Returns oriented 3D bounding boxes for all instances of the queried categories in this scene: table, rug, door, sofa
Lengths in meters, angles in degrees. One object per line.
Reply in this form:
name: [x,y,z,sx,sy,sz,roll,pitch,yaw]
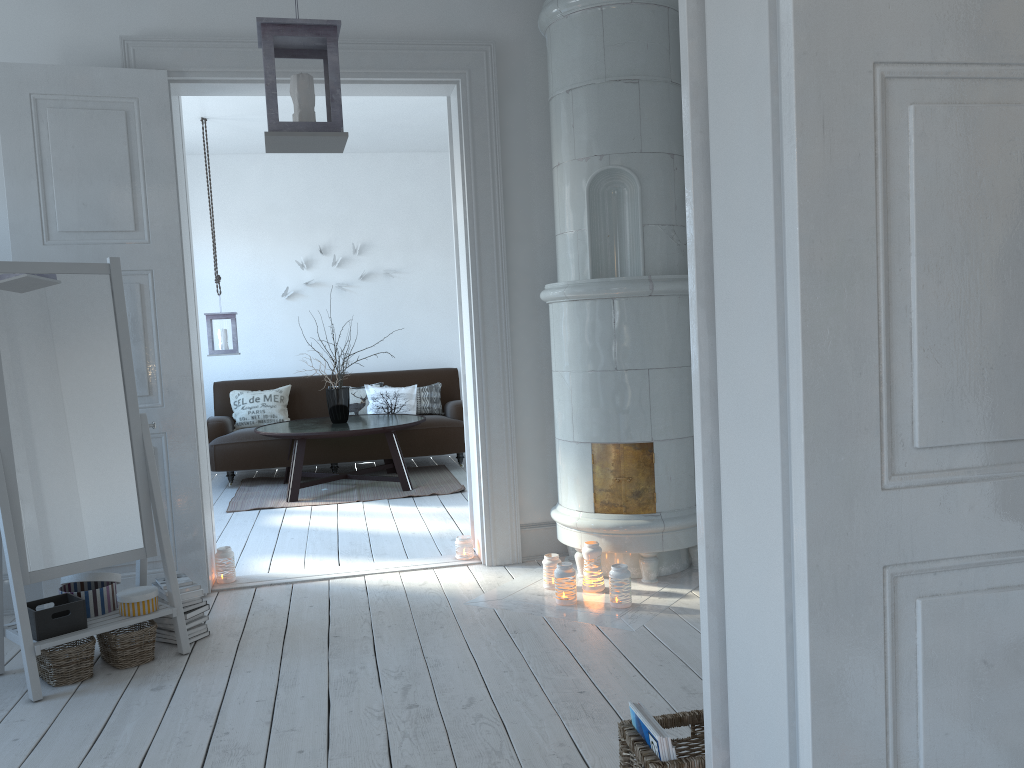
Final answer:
table: [-1.302,0.549,6.864,1.299,0.504,1.299,-4,4,-21]
rug: [-1.295,0.771,6.908,1.710,0.055,1.454,-4,3,-11]
door: [-0.261,-0.176,1.302,2.598,2.509,0.577,-4,4,-11]
sofa: [-1.462,0.338,7.624,2.164,0.826,0.967,-4,4,-11]
door: [-0.860,-0.321,4.251,2.598,2.509,0.577,-4,4,-11]

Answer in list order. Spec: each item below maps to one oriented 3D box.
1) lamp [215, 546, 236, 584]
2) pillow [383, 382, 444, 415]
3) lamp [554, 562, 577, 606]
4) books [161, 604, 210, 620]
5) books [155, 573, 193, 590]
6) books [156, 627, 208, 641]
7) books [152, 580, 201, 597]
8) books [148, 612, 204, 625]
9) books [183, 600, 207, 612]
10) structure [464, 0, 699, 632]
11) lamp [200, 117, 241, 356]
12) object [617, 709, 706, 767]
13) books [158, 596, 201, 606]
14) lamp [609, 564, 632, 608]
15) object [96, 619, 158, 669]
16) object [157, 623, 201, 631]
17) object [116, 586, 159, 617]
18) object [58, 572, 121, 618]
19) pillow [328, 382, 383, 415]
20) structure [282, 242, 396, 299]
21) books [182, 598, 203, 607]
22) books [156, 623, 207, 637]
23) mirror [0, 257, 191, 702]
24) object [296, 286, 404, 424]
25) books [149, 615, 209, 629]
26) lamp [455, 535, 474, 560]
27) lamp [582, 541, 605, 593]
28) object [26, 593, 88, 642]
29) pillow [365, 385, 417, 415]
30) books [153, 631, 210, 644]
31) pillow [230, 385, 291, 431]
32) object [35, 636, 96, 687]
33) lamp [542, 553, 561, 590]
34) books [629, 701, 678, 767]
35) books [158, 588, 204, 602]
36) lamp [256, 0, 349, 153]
lamp: [-1.374,0.867,4.250,0.089,0.166,0.089,-4,4,-12]
pillow: [-0.871,0.142,7.838,0.542,0.288,0.182,-4,4,-10]
lamp: [0.222,0.828,3.683,0.089,0.166,0.089,-4,4,-10]
books: [-1.307,0.887,3.479,0.193,0.022,0.128,-2,4,21]
books: [-1.327,0.775,3.481,0.111,0.014,0.156,-5,4,-32]
books: [-1.309,0.975,3.491,0.177,0.016,0.128,-1,4,30]
books: [-1.316,0.791,3.472,0.132,0.017,0.186,-6,4,-38]
books: [-1.320,0.911,3.485,0.167,0.022,0.128,-2,4,23]
books: [-1.311,0.866,3.485,0.178,0.016,0.128,-1,4,32]
structure: [0.400,-0.447,3.944,0.800,2.831,1.246,0,5,34]
lamp: [-2.210,-1.093,6.601,0.228,1.764,0.228,-4,5,-15]
object: [0.394,0.878,1.903,0.270,0.265,0.223,-4,4,-11]
books: [-1.316,0.833,3.478,0.128,0.016,0.180,-6,4,-40]
lamp: [0.441,0.821,3.611,0.089,0.166,0.089,-4,4,-12]
object: [-1.436,0.954,3.299,0.185,0.140,0.295,-6,5,-39]
object: [-1.320,0.943,3.496,0.156,0.014,0.111,-1,4,32]
object: [-1.384,0.803,3.282,0.142,0.075,0.142,-5,4,-27]
object: [-1.588,0.769,3.337,0.207,0.159,0.240,-3,4,-4]
pillow: [-1.346,0.171,7.706,0.473,0.348,0.158,-4,4,-13]
structure: [-1.565,-1.026,7.984,1.025,0.479,0.085,-4,4,-11]
books: [-1.315,0.849,3.481,0.128,0.016,0.176,-6,5,-45]
books: [-1.309,0.959,3.487,0.181,0.016,0.128,-1,4,34]
mirror: [-1.577,0.282,3.201,0.417,1.491,0.610,1,6,43]
object: [-1.224,-0.233,6.763,0.845,1.067,0.525,-6,5,-40]
books: [-1.310,0.930,3.484,0.187,0.017,0.132,-1,4,26]
lamp: [-0.240,0.825,4.467,0.093,0.110,0.093,-3,4,6]
lamp: [0.350,0.790,3.842,0.098,0.210,0.098,-3,4,-7]
object: [-1.604,0.812,3.101,0.155,0.103,0.165,1,5,43]
pillow: [-1.046,0.148,7.688,0.470,0.309,0.188,-4,4,-11]
books: [-1.304,0.992,3.495,0.178,0.016,0.128,-1,4,27]
pillow: [-2.144,0.208,7.587,0.519,0.367,0.238,-4,4,-12]
object: [-1.597,0.971,3.158,0.185,0.140,0.295,-6,5,-39]
lamp: [0.178,0.827,3.910,0.084,0.146,0.084,-3,4,-7]
books: [0.380,0.846,1.898,0.201,0.300,0.179,-4,4,-11]
books: [-1.308,0.811,3.472,0.128,0.026,0.200,-6,4,-40]
lamp: [-0.643,-1.571,2.504,0.228,1.764,0.228,-4,5,-15]
